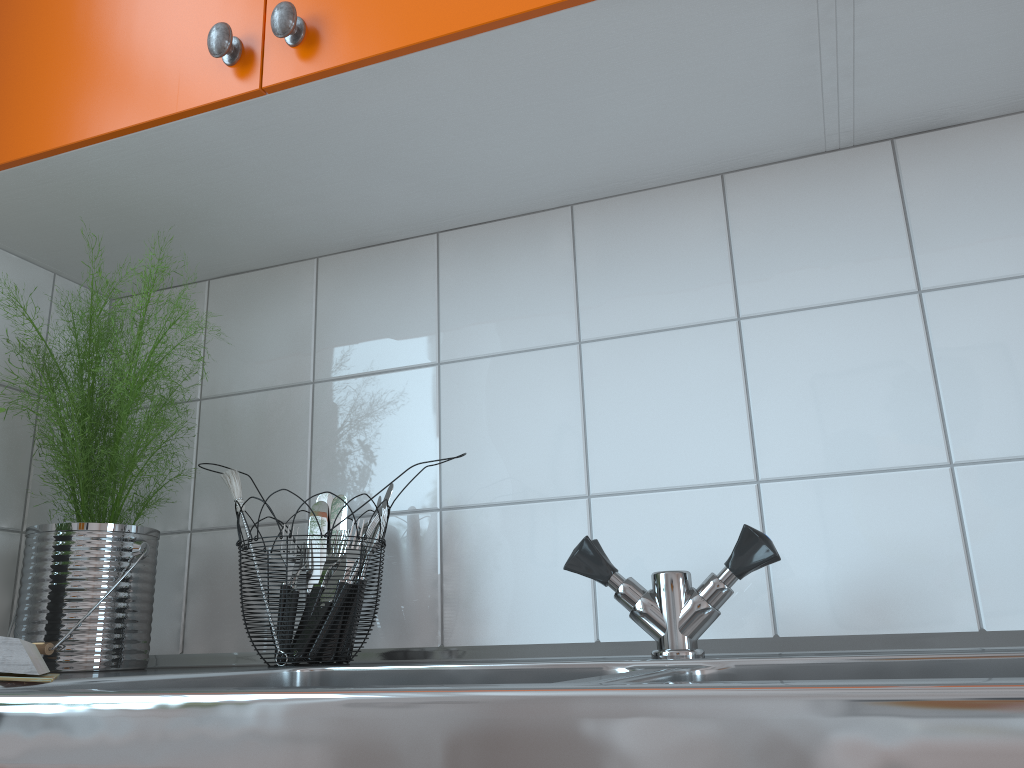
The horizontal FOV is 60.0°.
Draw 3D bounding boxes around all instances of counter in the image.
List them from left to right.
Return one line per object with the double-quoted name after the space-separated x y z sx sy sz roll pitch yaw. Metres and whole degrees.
0.743 0.152 0.372 3.145 0.133 0.670 -8 -18 20 "counter"

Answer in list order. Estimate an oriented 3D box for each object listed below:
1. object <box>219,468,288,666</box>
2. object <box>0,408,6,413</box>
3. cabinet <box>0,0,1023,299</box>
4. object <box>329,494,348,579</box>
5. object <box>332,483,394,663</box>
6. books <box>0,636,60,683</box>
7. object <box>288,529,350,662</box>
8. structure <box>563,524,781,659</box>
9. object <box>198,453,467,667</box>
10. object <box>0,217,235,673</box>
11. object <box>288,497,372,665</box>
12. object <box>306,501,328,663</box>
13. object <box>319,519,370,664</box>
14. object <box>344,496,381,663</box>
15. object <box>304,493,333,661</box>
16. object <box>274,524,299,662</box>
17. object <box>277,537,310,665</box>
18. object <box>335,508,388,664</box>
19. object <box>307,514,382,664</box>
-0.287 0.198 0.978 0.100 0.219 0.018 -8 -18 20 "object"
-0.613 0.066 0.867 0.194 0.434 0.154 -18 -23 42 "object"
0.726 -0.194 0.461 3.147 2.356 0.693 -8 -18 20 "cabinet"
-0.204 0.223 1.041 0.022 0.199 0.075 3 -18 -15 "object"
-0.171 0.211 1.003 0.075 0.198 0.024 -2 -17 -1 "object"
-0.515 0.199 0.641 0.339 0.040 0.233 6 -18 -23 "books"
-0.221 0.239 1.013 0.021 0.153 0.084 -10 -19 25 "object"
0.152 0.199 0.840 0.203 0.117 0.048 -8 -18 20 "structure"
-0.214 0.190 1.000 0.330 0.244 0.172 -1 -17 -2 "object"
-0.482 0.074 1.056 0.328 0.513 0.279 -7 -18 15 "object"
-0.201 0.215 1.016 0.075 0.200 0.133 -2 -17 0 "object"
-0.228 0.226 1.036 0.024 0.193 0.088 2 -18 -13 "object"
-0.188 0.228 0.992 0.020 0.163 0.070 -10 -19 23 "object"
-0.171 0.221 1.020 0.018 0.190 0.059 -16 -22 39 "object"
-0.230 0.225 1.055 0.025 0.203 0.054 -3 -17 3 "object"
-0.261 0.240 1.026 0.020 0.163 0.070 1 -17 -11 "object"
-0.247 0.242 1.007 0.019 0.146 0.108 -2 -17 0 "object"
-0.166 0.221 0.980 0.054 0.166 0.020 -1 -17 -2 "object"
-0.181 0.221 0.963 0.078 0.158 0.020 1 -17 -11 "object"
